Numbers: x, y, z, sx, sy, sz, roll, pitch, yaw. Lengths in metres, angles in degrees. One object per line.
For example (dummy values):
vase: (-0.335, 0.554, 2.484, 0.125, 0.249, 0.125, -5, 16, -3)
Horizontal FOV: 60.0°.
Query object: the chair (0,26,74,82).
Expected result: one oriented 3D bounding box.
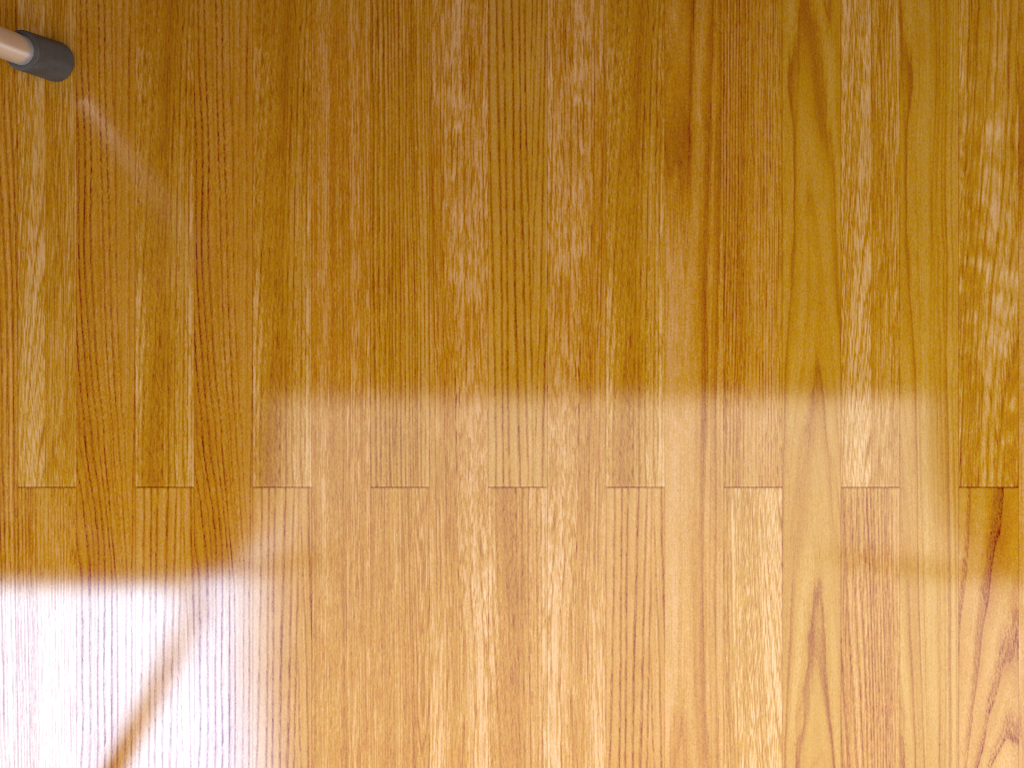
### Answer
chair: (-0.406, 0.039, 0.047, 0.428, 0.693, 0.381, 0, 90, 0)
